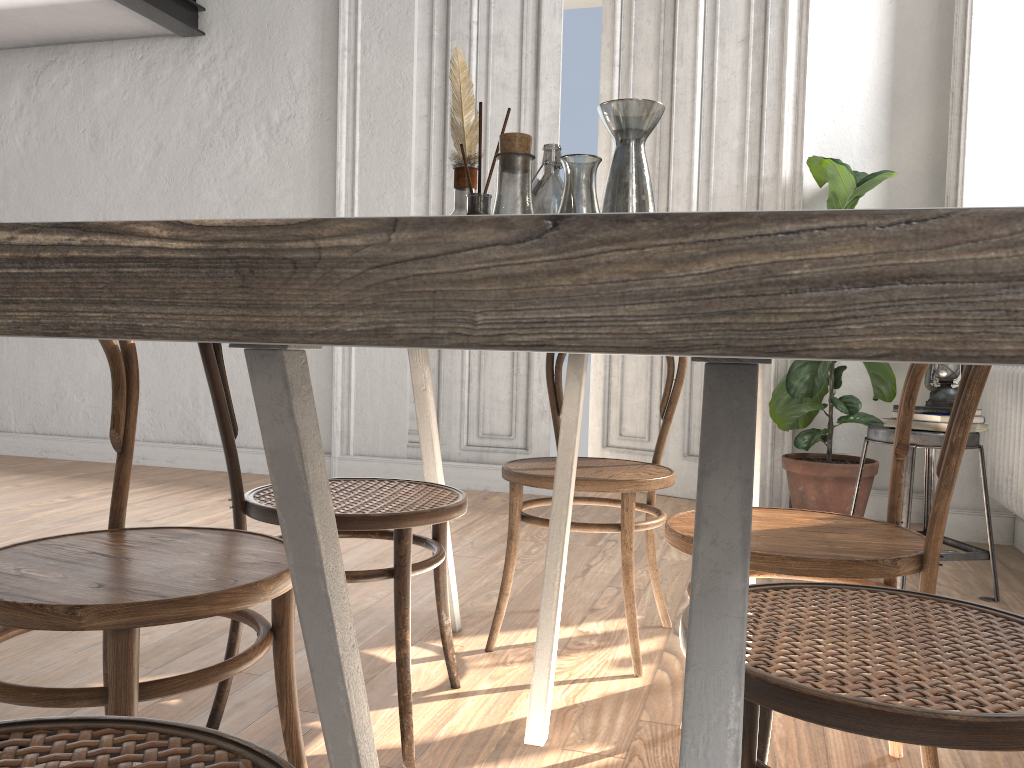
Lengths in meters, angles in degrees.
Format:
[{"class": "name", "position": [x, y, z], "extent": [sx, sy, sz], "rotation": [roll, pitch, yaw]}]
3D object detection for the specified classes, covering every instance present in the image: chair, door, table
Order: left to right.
[{"class": "chair", "position": [-0.346, 0.264, 0.438], "extent": [0.438, 0.921, 0.549], "rotation": [3, 3, 29]}, {"class": "chair", "position": [-0.558, 0.226, 1.226], "extent": [0.549, 0.921, 0.437], "rotation": [3, 3, 27]}, {"class": "chair", "position": [-0.361, 0.208, 1.778], "extent": [0.549, 0.921, 0.437], "rotation": [2, 3, 12]}, {"class": "door", "position": [-0.291, -0.863, 4.670], "extent": [1.097, 2.815, 0.216], "rotation": [2, 3, 17]}, {"class": "table", "position": [-0.034, 0.303, 1.363], "extent": [1.100, 0.780, 2.199], "rotation": [2, 3, 16]}, {"class": "chair", "position": [0.216, 0.202, 2.302], "extent": [0.438, 0.921, 0.549], "rotation": [3, 3, 24]}, {"class": "door", "position": [0.871, -0.825, 4.509], "extent": [1.096, 2.815, 0.216], "rotation": [4, 4, 41]}, {"class": "chair", "position": [0.539, 0.244, 1.512], "extent": [0.549, 0.921, 0.437], "rotation": [2, 3, 14]}, {"class": "chair", "position": [1.323, 0.405, 2.888], "extent": [0.360, 0.523, 0.364], "rotation": [1, 3, -10]}, {"class": "chair", "position": [0.456, 0.265, 0.940], "extent": [0.549, 0.921, 0.437], "rotation": [3, 3, 23]}]

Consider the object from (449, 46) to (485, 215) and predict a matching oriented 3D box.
[{"class": "object", "position": [-0.069, -0.309, 1.314], "extent": [0.157, 0.446, 0.156], "rotation": [3, 3, 34]}]

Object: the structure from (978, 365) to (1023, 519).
[{"class": "structure", "position": [1.223, -1.495, 0.980], "extent": [0.340, 4.476, 5.180], "rotation": [2, 3, 16]}]

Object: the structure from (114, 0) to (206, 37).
[{"class": "structure", "position": [-4.521, -2.542, 2.674], "extent": [4.157, 1.213, 5.925], "rotation": [2, 3, 16]}]

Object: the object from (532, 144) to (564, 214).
[{"class": "object", "position": [0.061, -0.240, 1.458], "extent": [0.086, 0.301, 0.086], "rotation": [2, 3, 2]}]

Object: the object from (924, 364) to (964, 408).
[{"class": "object", "position": [1.389, -0.118, 2.803], "extent": [0.154, 0.383, 0.163], "rotation": [1, 3, -10]}]

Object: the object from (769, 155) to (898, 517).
[{"class": "object", "position": [0.443, -0.217, 1.395], "extent": [0.792, 1.843, 5.825], "rotation": [3, 3, 21]}]

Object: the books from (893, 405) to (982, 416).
[{"class": "books", "position": [1.359, 0.084, 2.832], "extent": [0.147, 0.027, 0.221], "rotation": [-1, 3, -42]}]

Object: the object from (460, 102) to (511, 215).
[{"class": "object", "position": [-0.043, -0.220, 1.134], "extent": [0.107, 0.284, 0.106], "rotation": [2, 3, 11]}]

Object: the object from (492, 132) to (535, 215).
[{"class": "object", "position": [0.001, -0.178, 1.019], "extent": [0.101, 0.212, 0.101], "rotation": [0, 3, -35]}]

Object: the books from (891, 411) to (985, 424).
[{"class": "books", "position": [1.358, 0.106, 2.835], "extent": [0.163, 0.029, 0.232], "rotation": [1, 2, -13]}]

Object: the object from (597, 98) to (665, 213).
[{"class": "object", "position": [0.197, -0.279, 1.519], "extent": [0.116, 0.383, 0.116], "rotation": [3, 3, 27]}]

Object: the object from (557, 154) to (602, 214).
[{"class": "object", "position": [0.099, -0.210, 1.330], "extent": [0.100, 0.255, 0.098], "rotation": [1, 3, -7]}]

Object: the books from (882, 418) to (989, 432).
[{"class": "books", "position": [1.358, 0.132, 2.848], "extent": [0.194, 0.034, 0.246], "rotation": [0, 3, -34]}]
